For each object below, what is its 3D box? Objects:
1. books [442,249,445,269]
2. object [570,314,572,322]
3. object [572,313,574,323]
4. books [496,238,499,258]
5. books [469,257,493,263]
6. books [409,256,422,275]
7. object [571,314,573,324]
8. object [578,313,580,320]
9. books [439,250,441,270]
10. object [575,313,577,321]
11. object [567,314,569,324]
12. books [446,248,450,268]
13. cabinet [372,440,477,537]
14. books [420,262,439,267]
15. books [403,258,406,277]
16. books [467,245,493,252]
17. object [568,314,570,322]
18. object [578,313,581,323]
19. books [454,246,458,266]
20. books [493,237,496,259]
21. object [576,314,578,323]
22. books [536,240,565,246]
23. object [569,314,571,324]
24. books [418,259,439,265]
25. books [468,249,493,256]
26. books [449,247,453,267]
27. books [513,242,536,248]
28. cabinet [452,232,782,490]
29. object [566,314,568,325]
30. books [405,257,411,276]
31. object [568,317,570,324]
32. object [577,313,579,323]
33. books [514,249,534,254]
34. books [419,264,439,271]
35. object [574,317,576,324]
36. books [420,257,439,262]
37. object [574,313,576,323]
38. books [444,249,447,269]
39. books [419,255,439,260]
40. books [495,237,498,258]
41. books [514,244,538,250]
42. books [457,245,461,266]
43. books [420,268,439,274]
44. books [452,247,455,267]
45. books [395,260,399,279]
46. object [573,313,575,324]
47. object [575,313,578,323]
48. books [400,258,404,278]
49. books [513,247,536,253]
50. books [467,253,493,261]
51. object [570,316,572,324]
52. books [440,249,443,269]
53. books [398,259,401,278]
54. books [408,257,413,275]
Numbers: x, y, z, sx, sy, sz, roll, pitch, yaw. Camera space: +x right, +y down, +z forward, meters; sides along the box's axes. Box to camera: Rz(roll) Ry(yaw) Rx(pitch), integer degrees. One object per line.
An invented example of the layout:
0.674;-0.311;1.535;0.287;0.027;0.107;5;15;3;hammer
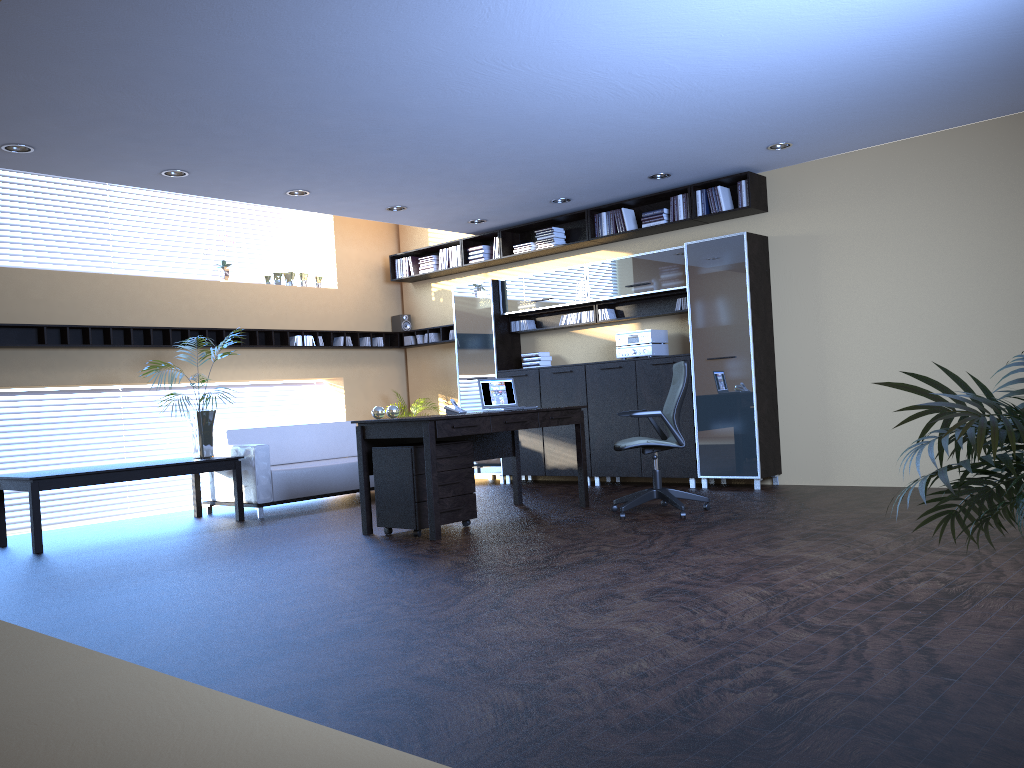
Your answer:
-0.798;-1.561;11.159;0.075;0.260;0.207;-3;0;42;books
0.706;-0.732;9.992;0.036;0.116;0.140;-3;0;41;object
0.725;-0.733;9.968;0.036;0.116;0.140;-3;0;41;object
-0.105;-1.614;10.544;0.075;0.260;0.207;-3;0;41;books
-0.364;-1.489;10.787;0.258;0.050;0.207;-4;-1;41;books
-1.232;-1.527;11.550;0.075;0.260;0.207;-3;0;41;books
0.721;-0.733;9.980;0.040;0.118;0.142;-3;0;42;object
0.786;-0.738;9.915;0.036;0.116;0.140;-3;0;41;object
-0.841;-1.557;11.207;0.075;0.260;0.207;-3;0;41;books
0.760;-0.736;9.949;0.040;0.118;0.142;-3;0;41;object
0.676;-0.729;10.019;0.036;0.116;0.140;-3;0;41;object
-0.740;-1.565;11.129;0.075;0.260;0.207;-3;0;41;books
-0.664;0.805;6.922;0.500;0.680;0.634;-4;0;42;cabinet
-1.013;-1.531;11.376;0.258;0.028;0.207;-4;-1;41;books
-1.341;-1.519;11.648;0.050;0.258;0.207;-3;0;42;books
-0.387;-1.641;10.800;0.258;0.050;0.207;-4;-1;41;books
0.681;-0.730;10.010;0.036;0.116;0.140;-3;0;42;object
0.794;-0.739;9.911;0.040;0.118;0.142;-3;0;42;object
-0.626;-1.574;11.004;0.050;0.258;0.207;-3;0;42;books
-0.146;-1.611;10.593;0.075;0.260;0.207;-3;0;41;books
0.774;-0.737;9.933;0.040;0.118;0.142;-3;0;41;object
0.442;-1.599;10.076;0.258;0.028;0.207;-4;-1;41;books
0.694;-0.731;9.996;0.040;0.118;0.142;-3;0;41;object
-1.036;-1.558;11.368;0.258;0.028;0.207;-4;-1;42;books
-0.365;-1.591;10.789;0.258;0.050;0.207;-4;-1;41;books
-0.698;-1.568;11.079;0.050;0.258;0.207;-3;0;42;books
0.178;-1.607;10.308;0.258;0.028;0.207;-4;-1;41;books
0.934;-0.108;9.665;3.879;2.399;0.490;-4;0;42;cabinet
0.665;-0.729;10.023;0.040;0.118;0.142;-3;0;42;object
-1.302;-1.522;11.614;0.050;0.258;0.207;-3;0;41;books
0.690;-0.731;10.005;0.036;0.116;0.140;-3;0;42;object
0.780;-0.738;9.925;0.040;0.118;0.142;-3;0;41;object
0.188;-1.523;10.285;0.258;0.028;0.207;-4;-1;42;books
-1.028;-1.489;11.377;0.258;0.050;0.207;-4;-1;41;books
0.750;-0.735;9.952;0.040;0.118;0.142;-3;0;42;object
-1.018;-1.587;11.371;0.258;0.028;0.207;-4;-1;41;books
0.748;-0.735;9.948;0.036;0.116;0.140;-3;0;41;object
-0.774;-1.563;11.139;0.075;0.260;0.207;-3;0;41;books
-1.037;-1.615;11.384;0.258;0.028;0.207;-4;-1;41;books
-0.120;-1.613;10.575;0.075;0.260;0.207;-3;0;41;books
0.192;-1.580;10.290;0.258;0.028;0.207;-4;-1;41;books
-0.587;-1.577;10.970;0.050;0.258;0.207;-3;0;41;books
-1.020;-1.439;11.367;0.258;0.050;0.207;-4;-1;42;books
-0.659;-1.571;11.045;0.050;0.258;0.207;-3;0;41;books
-1.458;-1.510;11.752;0.050;0.258;0.207;-3;0;41;books
0.739;-0.735;9.954;0.040;0.118;0.142;-3;0;42;object
0.763;-0.736;9.936;0.040;0.118;0.142;-3;0;42;object
-1.385;-1.516;11.677;0.050;0.258;0.207;-3;0;41;books
0.180;-1.551;10.293;0.258;0.028;0.207;-4;-1;42;books
-0.378;-1.540;10.790;0.258;0.050;0.207;-4;-1;41;books
0.712;-0.732;9.985;0.040;0.118;0.142;-3;0;42;object
-0.821;-1.559;11.181;0.075;0.260;0.207;-3;0;41;books
-1.417;-1.513;11.720;0.050;0.258;0.207;-3;0;41;books
-1.253;-1.526;11.575;0.075;0.260;0.207;-3;0;41;books
